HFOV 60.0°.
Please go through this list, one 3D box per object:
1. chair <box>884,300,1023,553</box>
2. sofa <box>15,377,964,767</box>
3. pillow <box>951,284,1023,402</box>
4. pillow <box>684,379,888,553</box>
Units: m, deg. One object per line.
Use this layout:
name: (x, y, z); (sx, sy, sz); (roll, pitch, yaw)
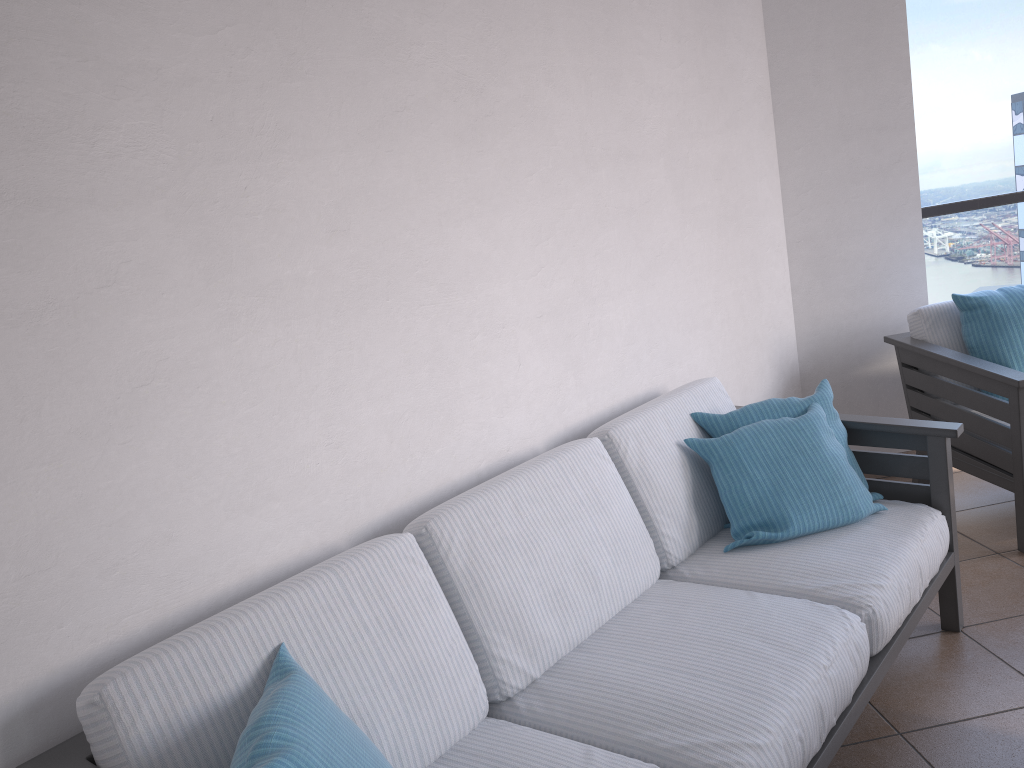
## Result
chair: (1.959, 0.065, 3.225); (0.797, 0.765, 0.807); (-10, 10, -4)
sofa: (0.287, 0.568, 1.904); (0.807, 0.765, 2.161); (-1, 13, 40)
pillow: (1.918, -0.165, 3.284); (0.510, 0.426, 0.316); (-10, 10, -7)
pillow: (0.757, 0.227, 2.422); (0.543, 0.370, 0.377); (-11, 10, -10)
